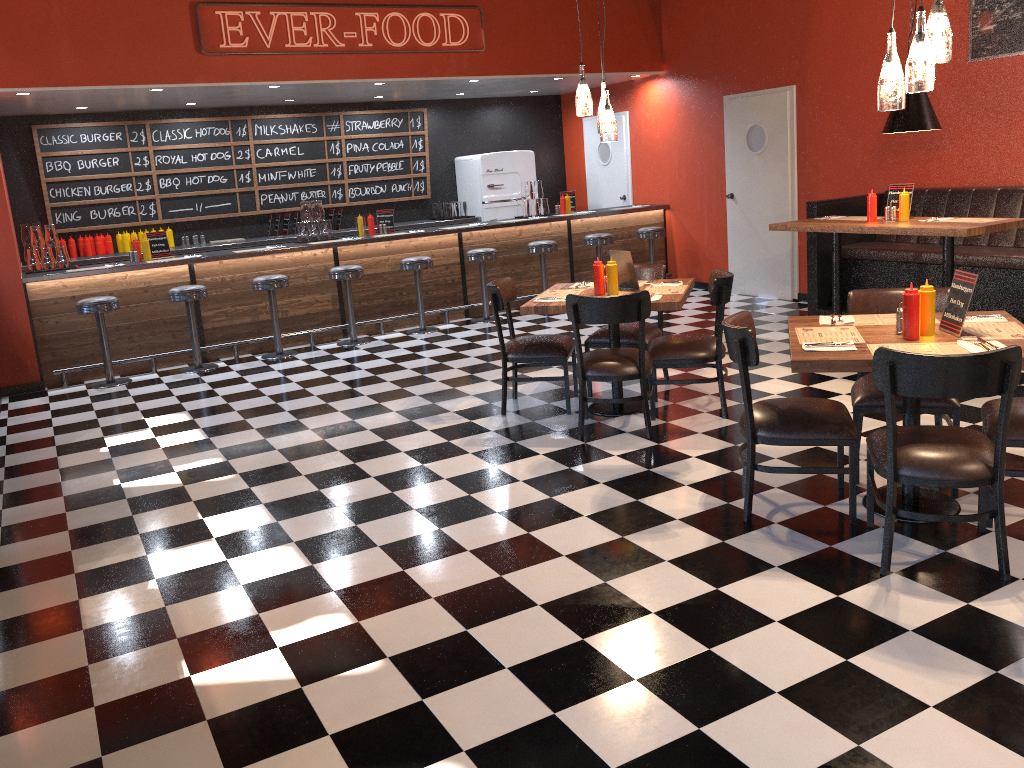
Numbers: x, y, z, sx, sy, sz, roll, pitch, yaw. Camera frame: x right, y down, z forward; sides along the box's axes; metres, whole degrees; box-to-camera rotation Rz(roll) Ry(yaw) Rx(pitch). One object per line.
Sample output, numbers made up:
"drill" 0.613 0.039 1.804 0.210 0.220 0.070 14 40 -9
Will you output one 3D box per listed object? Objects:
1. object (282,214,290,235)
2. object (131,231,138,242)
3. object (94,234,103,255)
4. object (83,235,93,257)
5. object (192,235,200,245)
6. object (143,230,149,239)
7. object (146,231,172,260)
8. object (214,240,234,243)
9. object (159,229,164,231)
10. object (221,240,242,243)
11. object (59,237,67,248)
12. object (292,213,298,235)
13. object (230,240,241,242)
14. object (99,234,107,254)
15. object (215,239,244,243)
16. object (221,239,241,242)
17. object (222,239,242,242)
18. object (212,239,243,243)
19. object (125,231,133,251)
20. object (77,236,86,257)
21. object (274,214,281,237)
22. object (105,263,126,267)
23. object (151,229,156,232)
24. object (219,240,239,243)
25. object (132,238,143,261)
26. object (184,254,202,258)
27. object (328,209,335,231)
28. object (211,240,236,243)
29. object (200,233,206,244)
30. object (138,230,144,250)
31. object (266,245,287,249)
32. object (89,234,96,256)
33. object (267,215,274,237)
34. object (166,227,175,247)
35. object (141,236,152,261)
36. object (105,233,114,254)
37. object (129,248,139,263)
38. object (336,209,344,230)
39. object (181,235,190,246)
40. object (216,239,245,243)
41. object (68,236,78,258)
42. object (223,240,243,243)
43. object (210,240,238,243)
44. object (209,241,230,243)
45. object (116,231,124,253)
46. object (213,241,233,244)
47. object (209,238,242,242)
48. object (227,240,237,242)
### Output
"object" -2.761 -1.948 10.825 0.072 0.255 0.189 -12 14 -32
"object" -4.277 -1.626 10.046 0.068 0.236 0.068 -11 13 -29
"object" -4.597 -1.552 9.849 0.068 0.236 0.068 -10 13 -25
"object" -4.688 -1.528 9.782 0.068 0.236 0.068 5 15 38
"object" -3.713 -1.701 10.385 0.046 0.135 0.094 -1 13 17
"object" -4.153 -1.647 10.093 0.068 0.236 0.068 5 15 38
"object" -3.423 -1.346 8.588 0.189 0.255 0.072 -14 15 -37
"object" -3.379 -1.701 10.506 0.366 0.001 0.262 -12 15 -27
"object" -4.029 -1.685 10.206 0.068 0.236 0.068 -10 13 -26
"object" -3.378 -1.692 10.508 0.366 0.001 0.263 -10 15 -22
"object" -4.916 -1.491 9.705 0.068 0.236 0.068 5 15 38
"object" -2.663 -1.969 10.877 0.072 0.255 0.189 -9 13 -22
"object" -3.378 -1.693 10.508 0.366 0.001 0.262 -11 15 -25
"object" -4.595 -1.576 9.947 0.068 0.236 0.068 -10 13 -26
"object" -3.379 -1.700 10.506 0.366 0.001 0.263 -11 15 -24
"object" -3.379 -1.704 10.505 0.366 0.001 0.262 -12 16 -28
"object" -3.379 -1.703 10.506 0.366 0.001 0.262 -12 15 -27
"object" -3.379 -1.702 10.506 0.366 0.001 0.262 -11 15 -26
"object" -4.352 -1.620 10.046 0.068 0.236 0.068 -10 13 -25
"object" -4.774 -1.533 9.832 0.068 0.236 0.068 -10 13 -25
"object" -2.858 -1.928 10.772 0.073 0.258 0.193 -10 13 -24
"object" -3.649 -1.096 8.140 0.158 0.019 0.256 -13 16 -31
"object" -4.099 -1.668 10.159 0.068 0.236 0.068 -11 13 -29
"object" -3.378 -1.695 10.507 0.366 0.001 0.262 -11 15 -24
"object" -3.574 -1.288 8.441 0.068 0.236 0.068 -10 13 -26
"object" -3.051 -1.225 8.472 0.158 0.019 0.257 -10 15 -21
"object" -2.270 -2.051 11.083 0.074 0.255 0.190 -10 13 -25
"object" -3.378 -1.698 10.507 0.367 0.001 0.262 -13 16 -30
"object" -3.627 -1.708 10.385 0.047 0.135 0.094 -12 14 -32
"object" -4.229 -1.649 10.123 0.068 0.236 0.068 5 15 38
"object" -2.362 -1.375 8.859 0.158 0.019 0.256 -13 16 -31
"object" -4.689 -1.550 9.873 0.068 0.236 0.068 -10 13 -25
"object" -2.941 -1.912 10.735 0.070 0.256 0.190 -9 13 -20
"object" -3.954 -1.701 10.246 0.068 0.236 0.068 -10 13 -25
"object" -3.476 -1.289 8.413 0.068 0.236 0.068 -10 13 -26
"object" -4.509 -1.575 9.914 0.068 0.236 0.068 -10 13 -25
"object" -3.556 -1.209 8.328 0.093 0.135 0.047 -3 12 7
"object" -2.174 -2.071 11.134 0.072 0.255 0.189 -9 13 -22
"object" -3.808 -1.679 10.327 0.093 0.135 0.047 -3 12 7
"object" -3.379 -1.699 10.506 0.366 0.001 0.262 -12 16 -27
"object" -4.839 -1.509 9.751 0.068 0.236 0.068 -7 12 -11
"object" -3.378 -1.690 10.508 0.366 0.001 0.262 -11 15 -26
"object" -3.378 -1.696 10.507 0.366 0.001 0.262 -11 15 -25
"object" -3.378 -1.694 10.507 0.366 0.001 0.262 -12 16 -28
"object" -4.421 -1.601 9.992 0.068 0.236 0.068 5 15 38
"object" -3.378 -1.691 10.508 0.366 0.001 0.262 -12 15 -27
"object" -3.379 -1.705 10.505 0.366 0.001 0.262 -11 15 -26
"object" -3.378 -1.697 10.507 0.366 0.001 0.263 -11 15 -23
